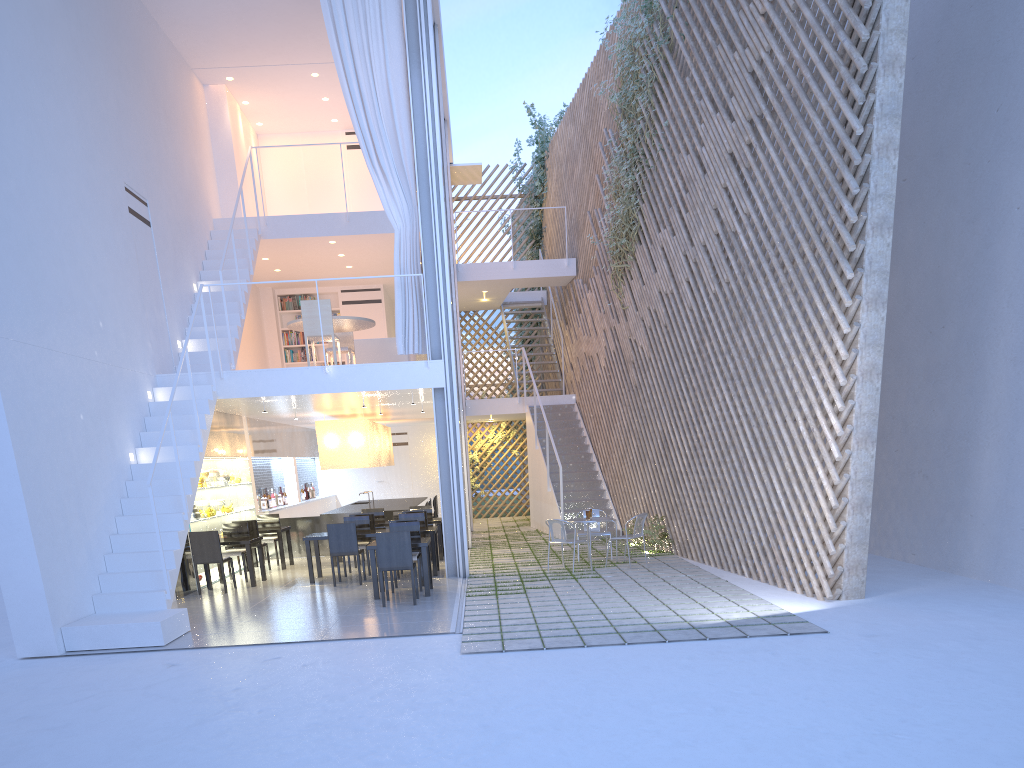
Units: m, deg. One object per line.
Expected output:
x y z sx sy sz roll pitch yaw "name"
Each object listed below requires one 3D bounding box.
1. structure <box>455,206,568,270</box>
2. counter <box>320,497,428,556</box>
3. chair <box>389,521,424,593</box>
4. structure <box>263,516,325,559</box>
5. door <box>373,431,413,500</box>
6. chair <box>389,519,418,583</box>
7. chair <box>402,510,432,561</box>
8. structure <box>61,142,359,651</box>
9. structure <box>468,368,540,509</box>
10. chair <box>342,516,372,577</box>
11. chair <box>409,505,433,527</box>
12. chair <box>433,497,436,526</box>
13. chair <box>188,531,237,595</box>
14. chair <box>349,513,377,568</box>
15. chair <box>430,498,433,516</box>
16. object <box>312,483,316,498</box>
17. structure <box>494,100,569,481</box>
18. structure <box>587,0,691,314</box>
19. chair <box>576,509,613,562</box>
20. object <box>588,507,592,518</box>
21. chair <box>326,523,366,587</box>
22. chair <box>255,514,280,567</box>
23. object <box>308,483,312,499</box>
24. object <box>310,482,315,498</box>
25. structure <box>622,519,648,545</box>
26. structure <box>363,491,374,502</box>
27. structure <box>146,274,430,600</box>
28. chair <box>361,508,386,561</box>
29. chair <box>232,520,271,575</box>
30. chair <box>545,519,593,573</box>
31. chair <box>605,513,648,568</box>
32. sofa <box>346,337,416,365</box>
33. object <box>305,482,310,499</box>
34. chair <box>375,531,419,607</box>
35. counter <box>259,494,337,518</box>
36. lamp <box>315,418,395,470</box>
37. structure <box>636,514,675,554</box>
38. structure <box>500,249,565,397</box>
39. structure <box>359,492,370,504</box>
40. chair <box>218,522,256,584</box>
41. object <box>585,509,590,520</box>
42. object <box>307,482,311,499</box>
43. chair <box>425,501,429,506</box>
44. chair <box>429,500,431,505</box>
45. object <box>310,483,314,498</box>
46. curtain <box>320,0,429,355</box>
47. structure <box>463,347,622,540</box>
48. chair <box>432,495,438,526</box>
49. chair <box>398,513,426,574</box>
-0.002 -1.496 8.511 1.139 0.606 0.025 -3 16 -1 "structure"
-1.356 1.458 8.652 0.815 0.390 2.422 -3 -4 -2 "counter"
-0.671 1.095 5.197 0.192 0.465 0.221 -3 12 -2 "chair"
-1.993 1.391 7.441 0.556 0.394 0.011 -3 16 -1 "structure"
-2.037 1.046 8.327 0.481 1.227 5.291 0 -3 10 "door"
-0.715 1.135 5.623 0.192 0.465 0.221 -3 12 -2 "chair"
-0.753 1.220 6.566 0.192 0.465 0.221 -3 12 -2 "chair"
-1.406 -0.328 5.198 1.731 3.498 3.466 -3 5 -2 "structure"
-0.144 0.787 10.903 1.145 2.122 0.267 -3 15 -1 "structure"
-1.142 1.197 6.064 0.192 0.465 0.221 -3 12 -2 "chair"
-0.770 1.261 7.015 0.192 0.465 0.221 -3 12 -2 "chair"
-0.931 1.426 8.783 0.240 0.466 0.176 -4 13 -4 "chair"
-2.022 1.202 5.577 0.192 0.465 0.221 -3 12 -2 "chair"
-1.162 1.242 6.558 0.192 0.465 0.221 -3 12 -2 "chair"
-0.937 1.398 8.459 0.239 0.466 0.176 -4 13 -6 "chair"
-2.425 1.298 10.029 0.044 0.197 0.039 0 15 10 "object"
0.269 -0.891 11.249 1.116 4.793 3.096 -4 9 -5 "structure"
1.062 -1.764 6.271 0.739 2.881 2.229 -6 8 -11 "structure"
0.613 1.142 6.236 0.263 0.404 0.230 -3 10 -2 "chair"
0.567 0.935 5.978 0.030 0.081 0.030 9 18 42 "object"
-1.125 1.156 5.615 0.192 0.465 0.221 -3 12 -2 "chair"
-2.079 1.331 7.002 0.192 0.465 0.221 -3 12 -2 "chair"
-2.427 1.283 9.856 0.044 0.198 0.043 11 20 43 "object"
-2.425 1.284 9.967 0.046 0.215 0.043 9 19 38 "object"
1.075 1.265 7.057 0.267 0.276 0.248 -2 6 6 "structure"
-1.613 1.267 9.246 0.113 0.132 0.032 -3 14 -1 "structure"
-1.166 0.214 4.667 1.366 1.898 1.354 -3 8 -2 "structure"
-1.180 1.282 7.007 0.192 0.465 0.221 -3 12 -2 "chair"
-2.060 1.287 6.520 0.192 0.465 0.221 -3 12 -2 "chair"
0.373 1.104 5.666 0.256 0.403 0.237 6 14 42 "chair"
0.821 1.088 5.754 0.244 0.403 0.248 5 13 38 "chair"
-1.106 -0.135 7.133 0.500 0.385 0.945 -3 -2 -2 "sofa"
-2.418 1.261 9.701 0.046 0.216 0.042 -3 15 -2 "object"
-0.652 1.051 4.715 0.192 0.465 0.221 -3 12 -2 "chair"
-2.367 1.542 9.232 0.233 0.450 3.497 -3 -5 -3 "counter"
-1.554 0.637 8.415 0.448 0.440 2.217 -3 -4 -2 "lamp"
1.116 1.172 6.428 0.293 0.343 0.301 -5 7 -17 "structure"
0.212 -0.733 9.761 0.535 1.998 1.178 -5 10 -8 "structure"
-1.600 1.238 8.922 0.113 0.132 0.032 -3 14 -1 "structure"
-2.041 1.246 6.059 0.192 0.465 0.221 -3 12 -2 "chair"
0.534 0.920 5.794 0.030 0.081 0.030 9 18 42 "object"
-2.425 1.269 9.785 0.046 0.215 0.043 -3 15 0 "object"
-0.905 1.339 7.810 0.240 0.466 0.175 -3 13 0 "chair"
-0.914 1.368 8.135 0.240 0.466 0.176 -4 13 -4 "chair"
-2.413 1.288 9.909 0.046 0.198 0.041 -3 15 -2 "object"
-0.849 -1.420 5.017 0.515 2.570 0.089 -4 16 -4 "curtain"
0.246 0.554 8.263 1.180 2.074 1.859 -5 6 -9 "structure"
-0.941 1.455 9.107 0.240 0.466 0.175 -3 13 0 "chair"
-0.733 1.176 6.072 0.192 0.465 0.221 -3 12 -2 "chair"
